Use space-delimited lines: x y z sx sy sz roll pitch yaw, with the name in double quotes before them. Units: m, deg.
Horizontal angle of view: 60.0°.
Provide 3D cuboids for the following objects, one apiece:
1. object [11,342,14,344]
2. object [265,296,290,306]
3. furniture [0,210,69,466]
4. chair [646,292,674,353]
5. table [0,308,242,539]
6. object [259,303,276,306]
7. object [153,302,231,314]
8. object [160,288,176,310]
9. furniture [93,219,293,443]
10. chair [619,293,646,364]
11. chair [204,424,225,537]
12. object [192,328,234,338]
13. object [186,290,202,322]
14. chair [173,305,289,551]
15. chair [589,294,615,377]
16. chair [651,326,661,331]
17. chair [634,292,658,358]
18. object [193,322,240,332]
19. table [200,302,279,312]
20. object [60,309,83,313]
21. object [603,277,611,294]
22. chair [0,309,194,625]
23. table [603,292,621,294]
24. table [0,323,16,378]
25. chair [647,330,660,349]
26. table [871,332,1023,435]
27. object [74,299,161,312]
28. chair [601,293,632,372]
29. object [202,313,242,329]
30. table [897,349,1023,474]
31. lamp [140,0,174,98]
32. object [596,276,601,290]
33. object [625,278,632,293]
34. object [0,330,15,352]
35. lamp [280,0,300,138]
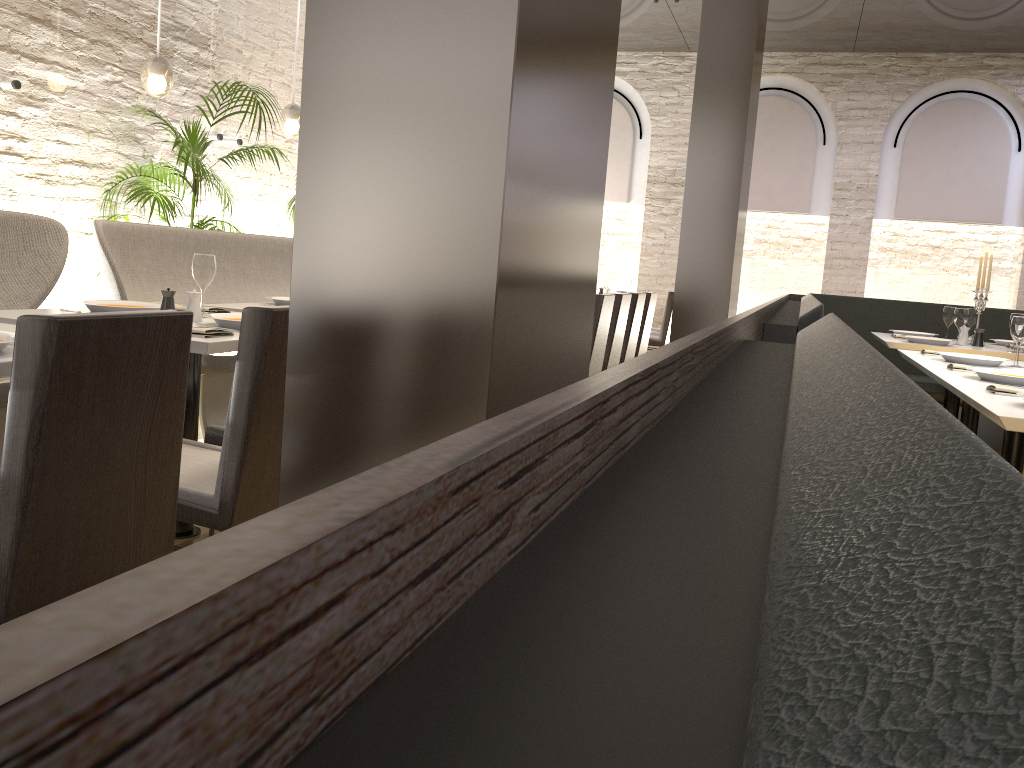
"object" -1.182 -0.098 2.097 0.185 0.010 0.017 7 8 18
"object" -1.026 -0.391 4.270 0.321 0.036 0.323 5 8 0
"furniture" -2.453 0.095 1.537 0.710 1.092 4.489 6 8 17
"chair" 1.270 -0.452 8.466 0.566 0.902 0.413 7 6 18
"table" -1.161 0.153 3.121 0.937 0.757 1.014 7 7 18
"object" -1.088 -0.362 4.098 0.185 0.010 0.017 7 8 18
"object" -1.265 -0.297 3.485 0.273 0.033 0.143 7 8 18
"object" -1.174 -0.273 3.024 0.059 0.109 0.059 7 7 26
"furniture" -1.009 -0.387 5.937 0.710 1.092 4.489 6 8 17
"chair" 0.658 -0.247 6.601 0.566 0.902 0.413 7 6 18
"chair" -0.597 0.172 2.776 0.566 0.902 0.413 7 6 18
"object" -0.993 -0.163 2.661 0.273 0.033 0.143 7 8 18
"object" -1.094 -0.270 3.046 0.059 0.109 0.059 7 7 26
"chair" -0.773 0.230 2.238 0.566 0.902 0.413 7 6 18
"chair" 0.298 -0.127 5.503 0.566 0.902 0.413 7 6 18
"chair" 1.624 -0.570 9.546 0.566 0.902 0.413 7 6 18
"chair" 0.831 -0.305 7.130 0.566 0.902 0.413 7 6 18
"object" -0.942 -0.181 2.829 0.181 0.015 0.038 7 8 19
"table" -0.799 0.032 4.224 0.937 0.757 1.014 7 7 18
"object" -1.450 -0.241 2.994 0.185 0.010 0.017 7 8 18
"object" 0.926 -0.935 8.693 0.086 0.230 0.087 -1 8 -42
"chair" -0.958 0.292 1.675 0.566 0.902 0.413 7 6 18
"table" 1.801 -0.866 12.367 0.937 0.757 1.014 7 7 18
"table" -1.514 0.270 2.047 0.937 0.757 1.014 7 7 18
"chair" 1.444 -0.510 8.998 0.566 0.902 0.413 7 6 18
"table" 2.912 0.123 5.739 1.102 0.757 1.192 7 7 18
"object" -1.388 -0.270 3.166 0.321 0.036 0.323 -1 10 -37
"chair" 0.475 -0.186 6.042 0.566 0.902 0.413 7 6 18
"object" -0.879 -0.207 3.001 0.321 0.036 0.323 -1 10 -37
"table" 2.116 0.388 3.315 1.102 0.757 2.546 7 8 17
"lamp" -1.937 -2.631 4.934 0.178 2.033 0.178 9 7 38
"object" 0.895 -1.035 9.410 0.086 0.230 0.087 -1 8 -42
"object" 1.277 -1.052 9.762 0.086 0.230 0.087 -1 8 -42
"object" -1.232 -0.089 1.927 0.321 0.036 0.323 4 8 -4
"lamp" -1.500 -2.777 6.264 0.178 2.033 0.178 5 5 3
